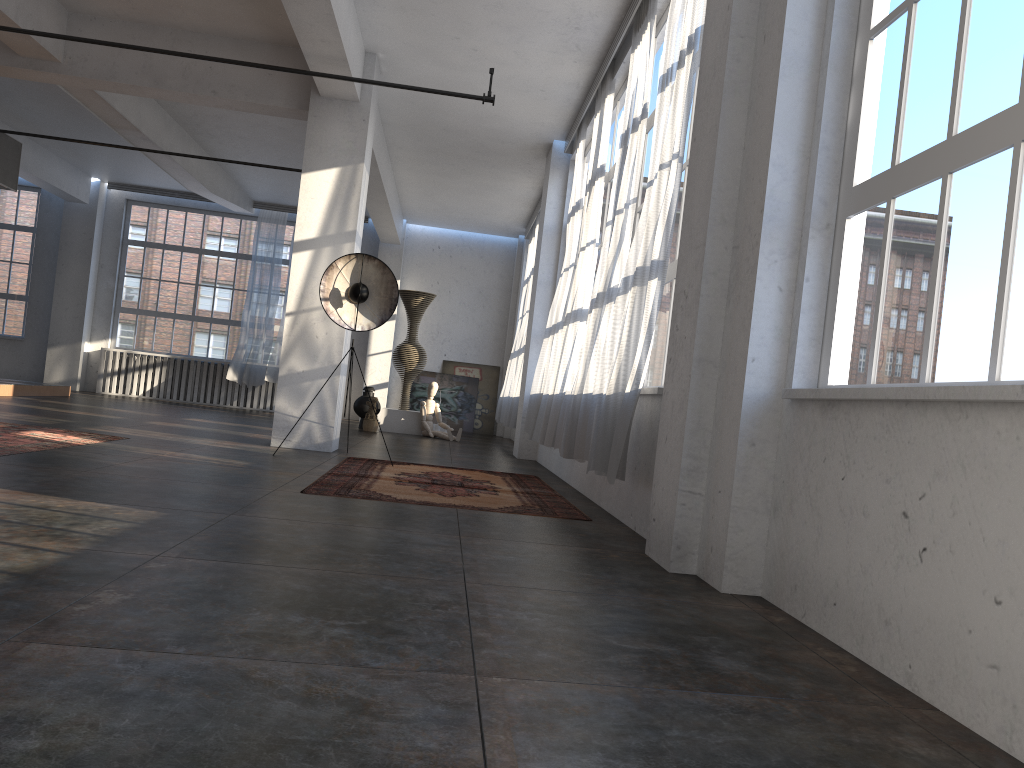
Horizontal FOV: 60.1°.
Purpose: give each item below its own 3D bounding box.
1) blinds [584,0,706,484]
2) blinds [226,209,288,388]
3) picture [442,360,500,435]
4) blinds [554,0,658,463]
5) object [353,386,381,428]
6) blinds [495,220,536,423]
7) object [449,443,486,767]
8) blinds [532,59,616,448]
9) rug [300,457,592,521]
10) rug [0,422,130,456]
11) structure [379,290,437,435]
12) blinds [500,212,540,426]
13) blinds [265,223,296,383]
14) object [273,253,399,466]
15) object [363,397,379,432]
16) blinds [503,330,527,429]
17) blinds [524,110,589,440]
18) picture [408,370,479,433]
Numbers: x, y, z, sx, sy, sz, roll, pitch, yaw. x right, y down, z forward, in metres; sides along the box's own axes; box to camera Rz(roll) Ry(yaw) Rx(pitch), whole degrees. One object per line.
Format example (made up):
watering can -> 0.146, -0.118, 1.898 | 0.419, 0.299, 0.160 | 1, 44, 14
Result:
blinds -> 0.867, -1.268, 5.482 | 0.344, 3.750, 1.023 | 6, 0, -7
blinds -> -4.782, -1.696, 16.785 | 0.696, 3.559, 0.872 | 6, 0, -6
picture -> -0.872, 0.273, 17.646 | 1.153, 1.386, 0.252 | 6, 0, -7
blinds -> 0.755, -1.246, 6.840 | 0.341, 3.697, 1.028 | 6, 0, -8
object -> -2.377, 0.389, 14.516 | 0.453, 0.693, 0.433 | 7, -1, -41
blinds -> 0.095, -1.130, 15.776 | 0.341, 3.697, 1.028 | 6, 0, -8
object -> -12.795, -0.456, 6.323 | 27.337, 0.001, 19.651 | 7, -1, -6
blinds -> 0.630, -1.213, 8.528 | 0.363, 3.674, 1.026 | 6, 0, -5
rug -> -0.520, 0.777, 6.989 | 1.824, 0.009, 3.114 | 7, -1, -6
rug -> -4.162, 0.344, 6.242 | 1.863, 0.029, 2.871 | 6, -1, -5
structure -> -1.688, -0.342, 14.586 | 0.680, 2.326, 0.746 | 6, 0, -5
blinds -> 0.198, -1.134, 14.595 | 0.316, 3.713, 1.020 | 6, 0, -6
blinds -> -3.872, -1.631, 16.754 | 1.062, 3.500, 0.995 | 6, 0, -5
object -> -1.499, -0.257, 8.335 | 1.061, 1.919, 1.174 | 6, -1, -5
object -> -2.168, 0.498, 13.673 | 0.236, 0.600, 0.223 | 6, 0, 22
blinds -> 0.293, -1.150, 13.263 | 0.363, 3.674, 1.026 | 6, 0, -5
blinds -> 0.543, -1.193, 10.022 | 0.316, 3.713, 1.020 | 6, 0, -6
picture -> -1.407, 0.338, 17.482 | 1.441, 1.142, 0.303 | 7, 0, -9
